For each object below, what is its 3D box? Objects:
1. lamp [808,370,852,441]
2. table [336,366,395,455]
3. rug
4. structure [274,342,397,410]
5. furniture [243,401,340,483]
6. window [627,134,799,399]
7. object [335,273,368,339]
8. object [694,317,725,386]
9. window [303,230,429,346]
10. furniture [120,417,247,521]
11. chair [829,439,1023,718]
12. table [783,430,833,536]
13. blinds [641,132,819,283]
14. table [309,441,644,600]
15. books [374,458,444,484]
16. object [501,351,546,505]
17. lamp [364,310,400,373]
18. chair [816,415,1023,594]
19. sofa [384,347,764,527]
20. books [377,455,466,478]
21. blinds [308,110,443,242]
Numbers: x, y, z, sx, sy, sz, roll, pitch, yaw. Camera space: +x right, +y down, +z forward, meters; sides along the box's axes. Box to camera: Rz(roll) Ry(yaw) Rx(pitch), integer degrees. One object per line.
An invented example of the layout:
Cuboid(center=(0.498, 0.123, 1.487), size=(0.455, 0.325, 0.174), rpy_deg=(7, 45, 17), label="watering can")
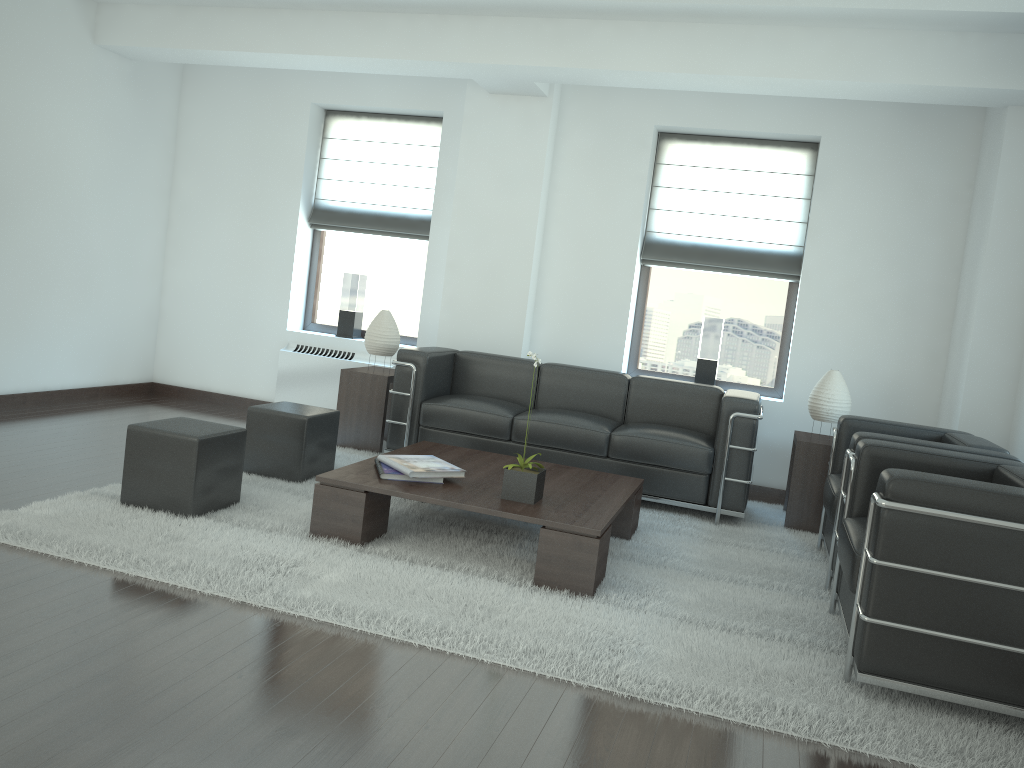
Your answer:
Cuboid(center=(2.884, 0.191, 8.057), size=(0.374, 0.653, 0.375), rpy_deg=(3, 6, -45), label="lamp")
Cuboid(center=(-1.439, 0.279, 9.381), size=(0.527, 0.843, 0.787), rpy_deg=(8, 5, 16), label="table")
Cuboid(center=(0.291, 1.122, 6.883), size=(6.259, 0.110, 5.175), rpy_deg=(9, 6, 16), label="rug")
Cuboid(center=(-2.076, -0.038, 10.468), size=(1.463, 0.725, 0.194), rpy_deg=(9, 4, 16), label="structure")
Cuboid(center=(-1.910, 0.494, 7.698), size=(0.589, 0.578, 0.603), rpy_deg=(8, 5, 16), label="furniture")
Cuboid(center=(2.287, -1.313, 9.741), size=(1.702, 2.726, 0.146), rpy_deg=(8, 4, 16), label="window")
Cuboid(center=(-1.937, -0.946, 10.734), size=(0.239, 0.774, 0.243), rpy_deg=(8, 4, 16), label="object")
Cuboid(center=(2.128, -0.328, 9.570), size=(0.239, 0.774, 0.243), rpy_deg=(8, 4, 16), label="object")
Cuboid(center=(-1.624, -1.907, 10.861), size=(1.702, 2.726, 0.146), rpy_deg=(8, 4, 16), label="window")
Cuboid(center=(-2.317, 0.582, 6.294), size=(0.589, 0.578, 0.603), rpy_deg=(8, 5, 16), label="furniture")
Cuboid(center=(2.420, 1.023, 4.903), size=(1.125, 1.168, 1.648), rpy_deg=(8, 5, 16), label="chair")
Cuboid(center=(2.825, 0.927, 8.159), size=(0.527, 0.843, 0.787), rpy_deg=(8, 5, 16), label="table")
Cuboid(center=(2.325, -1.923, 9.545), size=(1.688, 1.473, 0.222), rpy_deg=(8, 4, 16), label="blinds")
Cuboid(center=(-0.142, 0.909, 6.562), size=(1.938, 0.440, 1.923), rpy_deg=(9, 6, 16), label="table")
Cuboid(center=(-0.739, 0.614, 6.315), size=(0.445, 0.045, 0.520), rpy_deg=(6, 6, -13), label="books")
Cuboid(center=(0.121, 0.278, 5.955), size=(0.252, 0.990, 0.336), rpy_deg=(8, 4, 16), label="object")
Cuboid(center=(-1.357, -0.453, 9.272), size=(0.375, 0.653, 0.375), rpy_deg=(9, 4, 20), label="lamp")
Cuboid(center=(2.897, 0.923, 6.518), size=(1.125, 1.168, 1.648), rpy_deg=(8, 5, 16), label="chair")
Cuboid(center=(0.577, 0.436, 8.557), size=(3.480, 1.168, 1.125), rpy_deg=(9, 5, 16), label="sofa")
Cuboid(center=(-0.646, 0.581, 6.292), size=(0.445, 0.045, 0.520), rpy_deg=(3, 7, -33), label="books")
Cuboid(center=(-1.584, -2.517, 10.665), size=(1.688, 1.473, 0.222), rpy_deg=(8, 4, 16), label="blinds")
